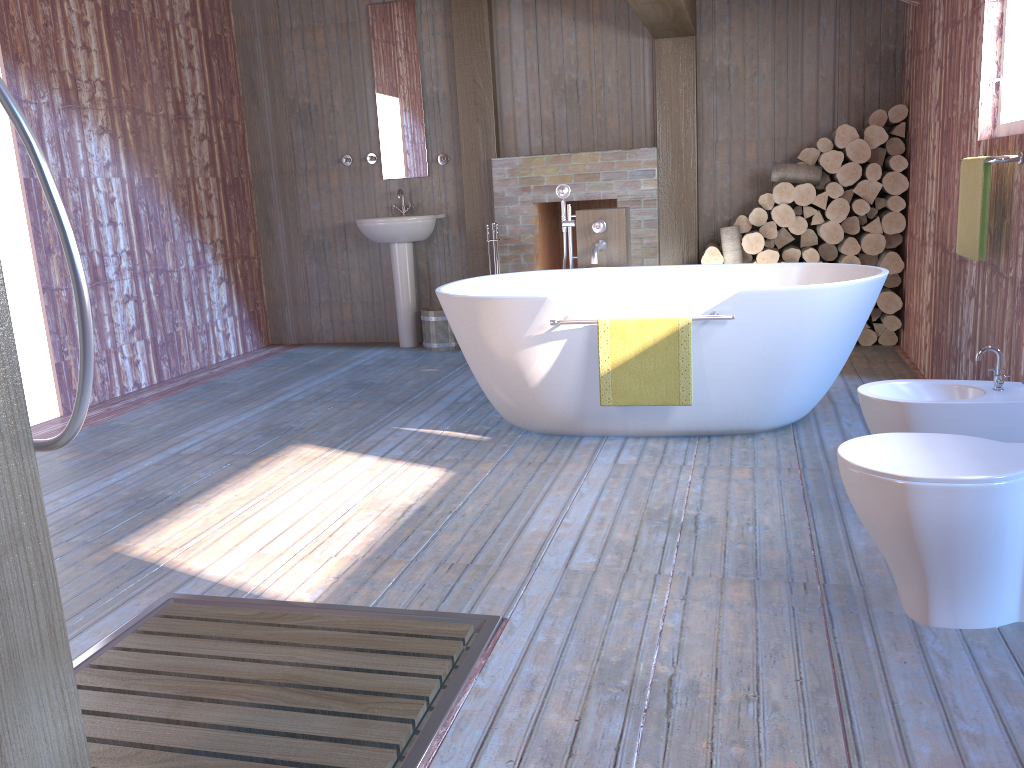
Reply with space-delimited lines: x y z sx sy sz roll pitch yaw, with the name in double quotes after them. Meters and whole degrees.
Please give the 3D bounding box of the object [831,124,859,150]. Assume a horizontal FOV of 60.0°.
2.037 -1.512 5.438 0.135 0.139 0.456 0 13 16 "object"

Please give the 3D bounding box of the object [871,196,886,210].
2.277 -1.124 5.492 0.088 0.092 0.280 0 13 16 "object"

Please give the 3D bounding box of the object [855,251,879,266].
2.239 -0.792 5.638 0.118 0.106 0.319 0 13 13 "object"

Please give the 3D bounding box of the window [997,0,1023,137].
1.754 -1.113 2.854 0.054 0.587 1.255 0 13 16 "window"

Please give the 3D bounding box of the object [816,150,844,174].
1.962 -1.377 5.489 0.139 0.148 0.458 0 13 16 "object"

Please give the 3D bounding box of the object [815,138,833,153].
1.918 -1.466 5.450 0.094 0.097 0.227 0 13 16 "object"

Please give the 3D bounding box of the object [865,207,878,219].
2.207 -1.057 5.466 0.067 0.069 0.177 0 13 15 "object"

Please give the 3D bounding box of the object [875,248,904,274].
2.330 -0.776 5.534 0.139 0.137 0.455 0 13 13 "object"

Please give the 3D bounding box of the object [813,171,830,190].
1.937 -1.292 5.599 0.121 0.124 0.291 0 13 16 "object"

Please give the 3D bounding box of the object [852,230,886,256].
2.220 -0.885 5.524 0.137 0.133 0.437 0 13 13 "object"

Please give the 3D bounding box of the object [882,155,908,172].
2.316 -1.341 5.383 0.102 0.109 0.438 0 13 16 "object"

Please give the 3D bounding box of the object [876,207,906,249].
2.327 -0.955 5.481 0.137 0.256 0.439 0 13 16 "object"

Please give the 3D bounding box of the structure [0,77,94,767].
-0.813 -0.228 1.208 0.328 2.209 0.522 5 15 35 "structure"

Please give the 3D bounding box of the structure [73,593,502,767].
-0.631 0.739 1.961 1.000 0.067 1.000 0 13 15 "structure"

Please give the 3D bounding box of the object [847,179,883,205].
2.174 -1.190 5.487 0.172 0.151 0.482 0 13 16 "object"

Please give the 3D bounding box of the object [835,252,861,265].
2.097 -0.763 5.546 0.116 0.117 0.289 0 13 13 "object"

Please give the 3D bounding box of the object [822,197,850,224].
2.014 -1.084 5.525 0.136 0.157 0.439 0 13 16 "object"

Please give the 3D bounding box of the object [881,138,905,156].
2.318 -1.442 5.398 0.107 0.115 0.269 0 13 16 "object"

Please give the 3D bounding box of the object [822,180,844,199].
1.984 -1.209 5.499 0.102 0.109 0.438 0 13 16 "object"

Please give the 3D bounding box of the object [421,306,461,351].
-0.495 -0.402 6.372 0.309 0.290 0.308 2 14 25 "object"

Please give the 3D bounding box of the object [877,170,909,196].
2.311 -1.231 5.414 0.147 0.152 0.439 0 13 16 "object"

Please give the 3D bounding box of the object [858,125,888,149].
2.193 -1.498 5.402 0.133 0.142 0.456 0 13 16 "object"

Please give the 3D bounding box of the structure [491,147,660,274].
0.463 -0.924 6.166 1.130 1.330 0.226 0 13 15 "structure"

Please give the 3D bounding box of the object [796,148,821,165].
1.866 -1.421 5.588 0.140 0.121 0.319 0 13 17 "object"

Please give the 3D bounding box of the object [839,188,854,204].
2.055 -1.158 5.473 0.095 0.090 0.278 0 13 17 "object"

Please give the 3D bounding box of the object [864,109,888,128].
2.210 -1.596 5.390 0.104 0.121 0.270 0 13 16 "object"

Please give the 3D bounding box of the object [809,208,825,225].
1.914 -1.053 5.562 0.085 0.096 0.280 0 13 16 "object"

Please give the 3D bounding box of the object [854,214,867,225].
2.151 -1.021 5.489 0.065 0.069 0.177 0 13 14 "object"

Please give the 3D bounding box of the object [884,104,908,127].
2.312 -1.620 5.358 0.112 0.113 0.271 0 13 15 "object"

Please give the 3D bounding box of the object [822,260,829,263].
1.985 -0.746 5.596 0.054 0.056 0.146 0 13 15 "object"

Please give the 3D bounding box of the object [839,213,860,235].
2.086 -0.995 5.511 0.111 0.118 0.302 0 13 14 "object"

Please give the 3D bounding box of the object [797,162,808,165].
1.819 -1.338 5.619 0.113 0.130 0.291 0 13 16 "object"

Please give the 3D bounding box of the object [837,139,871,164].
2.088 -1.419 5.427 0.141 0.143 0.437 0 13 13 "object"

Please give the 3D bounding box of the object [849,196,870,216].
2.137 -1.105 5.485 0.102 0.109 0.438 0 13 16 "object"

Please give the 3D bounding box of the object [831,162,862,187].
2.057 -1.286 5.467 0.143 0.151 0.440 0 13 16 "object"

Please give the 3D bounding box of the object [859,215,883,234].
2.212 -0.998 5.492 0.115 0.112 0.423 0 13 16 "object"

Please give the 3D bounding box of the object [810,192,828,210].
1.902 -1.140 5.538 0.109 0.124 0.424 0 13 15 "object"

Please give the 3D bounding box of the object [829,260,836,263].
2.019 -0.715 5.607 0.115 0.112 0.423 0 13 16 "object"

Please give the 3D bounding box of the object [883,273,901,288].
2.360 -0.679 5.584 0.114 0.113 0.301 0 13 13 "object"

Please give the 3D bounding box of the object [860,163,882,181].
2.191 -1.298 5.426 0.089 0.106 0.437 0 13 16 "object"

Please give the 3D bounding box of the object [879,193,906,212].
2.325 -1.115 5.434 0.102 0.109 0.438 0 13 16 "object"

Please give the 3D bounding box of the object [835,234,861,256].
2.090 -0.869 5.528 0.114 0.113 0.301 0 13 13 "object"

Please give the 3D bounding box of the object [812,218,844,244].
1.980 -0.963 5.562 0.141 0.143 0.437 0 13 13 "object"

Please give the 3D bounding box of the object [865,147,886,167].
2.234 -1.402 5.499 0.132 0.119 0.319 0 13 17 "object"

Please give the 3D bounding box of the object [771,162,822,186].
1.743 -1.290 5.441 0.302 0.157 0.121 0 13 16 "object"

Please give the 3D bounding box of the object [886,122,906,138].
2.324 -1.540 5.390 0.081 0.100 0.281 0 13 15 "object"
